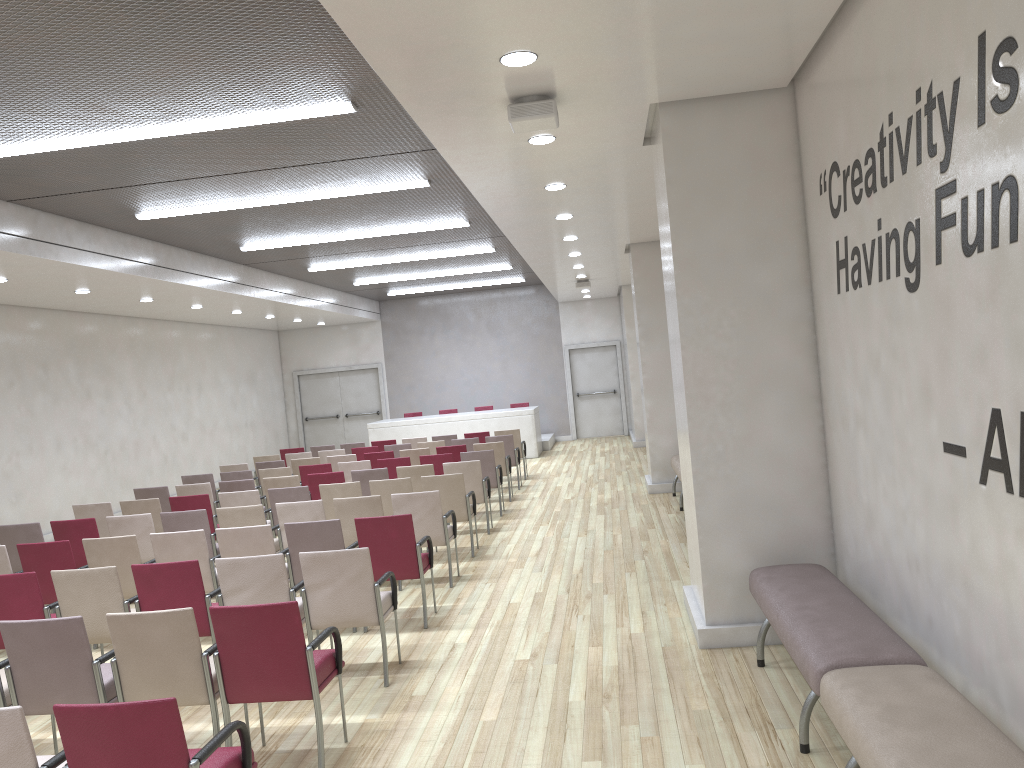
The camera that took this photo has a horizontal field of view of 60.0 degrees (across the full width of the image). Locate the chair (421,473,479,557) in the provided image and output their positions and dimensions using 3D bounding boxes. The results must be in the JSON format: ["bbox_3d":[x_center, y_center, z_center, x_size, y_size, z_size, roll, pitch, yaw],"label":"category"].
[{"bbox_3d":[-0.656,1.374,9.471,0.513,0.890,0.640,-5,1,6],"label":"chair"}]

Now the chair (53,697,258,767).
[{"bbox_3d":[-1.296,1.524,3.339,0.513,0.890,0.640,-5,1,6],"label":"chair"}]

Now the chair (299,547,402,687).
[{"bbox_3d":[-1.037,1.464,5.792,0.513,0.890,0.640,-5,1,6],"label":"chair"}]

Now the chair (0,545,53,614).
[{"bbox_3d":[-4.174,1.734,7.362,0.513,0.890,0.640,-5,1,6],"label":"chair"}]

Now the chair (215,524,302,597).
[{"bbox_3d":[-2.003,1.534,7.131,0.513,0.890,0.640,-5,1,6],"label":"chair"}]

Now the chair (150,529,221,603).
[{"bbox_3d":[-2.537,1.583,7.200,0.513,0.890,0.640,-5,1,7],"label":"chair"}]

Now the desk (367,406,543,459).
[{"bbox_3d":[-1.215,1.200,19.735,3.652,1.042,1.456,-5,1,6],"label":"desk"}]

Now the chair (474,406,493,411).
[{"bbox_3d":[-0.658,0.981,20.783,0.513,0.890,0.640,-5,1,5],"label":"chair"}]

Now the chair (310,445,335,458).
[{"bbox_3d":[-3.271,1.524,15.925,0.513,0.890,0.640,-5,1,6],"label":"chair"}]

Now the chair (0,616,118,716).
[{"bbox_3d":[-2.259,1.594,4.679,0.513,0.890,0.640,-5,1,7],"label":"chair"}]

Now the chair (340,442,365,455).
[{"bbox_3d":[-2.732,1.475,15.879,0.513,0.890,0.640,-5,1,7],"label":"chair"}]

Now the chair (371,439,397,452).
[{"bbox_3d":[-2.182,1.424,15.811,0.513,0.890,0.640,-5,1,5],"label":"chair"}]

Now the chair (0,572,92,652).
[{"bbox_3d":[-3.214,1.664,6.029,0.513,0.890,0.640,-5,1,7],"label":"chair"}]

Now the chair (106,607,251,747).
[{"bbox_3d":[-1.708,1.543,4.633,0.513,0.890,0.640,-5,1,5],"label":"chair"}]

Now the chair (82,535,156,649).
[{"bbox_3d":[-3.092,1.634,7.249,0.513,0.890,0.640,-5,1,6],"label":"chair"}]

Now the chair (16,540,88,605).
[{"bbox_3d":[-3.636,1.684,7.301,0.513,0.890,0.640,-5,1,6],"label":"chair"}]

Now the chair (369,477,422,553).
[{"bbox_3d":[-1.203,1.425,9.514,0.513,0.890,0.640,-5,1,5],"label":"chair"}]

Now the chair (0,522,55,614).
[{"bbox_3d":[-4.589,1.754,8.655,0.513,0.890,0.640,-5,1,7],"label":"chair"}]

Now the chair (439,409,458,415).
[{"bbox_3d":[-1.508,1.059,20.875,0.513,0.890,0.640,-5,1,5],"label":"chair"}]

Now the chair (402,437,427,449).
[{"bbox_3d":[-1.631,1.373,15.755,0.513,0.890,0.640,-5,1,7],"label":"chair"}]

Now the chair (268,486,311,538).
[{"bbox_3d":[-2.286,1.524,9.636,0.513,0.890,0.640,-5,1,7],"label":"chair"}]

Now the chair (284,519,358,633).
[{"bbox_3d":[-1.457,1.484,7.083,0.513,0.890,0.640,-5,1,7],"label":"chair"}]

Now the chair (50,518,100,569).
[{"bbox_3d":[-4.047,1.704,8.597,0.513,0.890,0.640,-5,1,6],"label":"chair"}]

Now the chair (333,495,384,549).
[{"bbox_3d":[-1.329,1.454,8.303,0.513,0.890,0.640,-5,1,6],"label":"chair"}]

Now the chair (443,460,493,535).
[{"bbox_3d":[-0.526,1.344,10.684,0.513,0.890,0.640,-5,1,5],"label":"chair"}]

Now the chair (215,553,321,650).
[{"bbox_3d":[-1.582,1.514,5.855,0.513,0.890,0.640,-5,1,5],"label":"chair"}]

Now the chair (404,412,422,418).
[{"bbox_3d":[-2.357,1.137,20.967,0.513,0.890,0.640,-5,1,5],"label":"chair"}]

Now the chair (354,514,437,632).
[{"bbox_3d":[-0.905,1.434,7.005,0.513,0.890,0.640,-5,1,6],"label":"chair"}]

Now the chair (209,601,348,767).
[{"bbox_3d":[-1.175,1.494,4.570,0.513,0.890,0.640,-5,1,7],"label":"chair"}]

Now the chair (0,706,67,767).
[{"bbox_3d":[-1.852,1.575,3.403,0.513,0.890,0.640,-5,1,7],"label":"chair"}]

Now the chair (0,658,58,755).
[{"bbox_3d":[-2.812,1.645,4.749,0.513,0.890,0.640,-5,1,5],"label":"chair"}]

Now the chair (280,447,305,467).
[{"bbox_3d":[-3.827,1.575,15.984,0.513,0.890,0.640,-5,1,6],"label":"chair"}]

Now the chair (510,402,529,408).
[{"bbox_3d":[0.192,0.903,20.691,0.513,0.890,0.640,-5,1,5],"label":"chair"}]

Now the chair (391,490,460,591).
[{"bbox_3d":[-0.794,1.405,8.241,0.513,0.890,0.640,-5,1,7],"label":"chair"}]

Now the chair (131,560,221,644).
[{"bbox_3d":[-2.133,1.564,5.914,0.513,0.890,0.640,-5,1,6],"label":"chair"}]

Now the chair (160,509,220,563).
[{"bbox_3d":[-2.961,1.604,8.466,0.513,0.890,0.640,-5,1,6],"label":"chair"}]

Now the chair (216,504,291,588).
[{"bbox_3d":[-2.426,1.555,8.412,0.513,0.890,0.640,-5,1,6],"label":"chair"}]

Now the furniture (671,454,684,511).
[{"bbox_3d":[2.347,1.235,11.369,0.530,0.550,1.833,-5,1,6],"label":"furniture"}]

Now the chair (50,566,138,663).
[{"bbox_3d":[-2.670,1.614,5.966,0.513,0.890,0.640,-5,1,6],"label":"chair"}]

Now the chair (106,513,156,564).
[{"bbox_3d":[-3.496,1.653,8.542,0.513,0.890,0.640,-5,1,6],"label":"chair"}]

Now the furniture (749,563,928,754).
[{"bbox_3d":[1.638,1.399,4.668,0.530,0.550,1.833,-5,1,6],"label":"furniture"}]

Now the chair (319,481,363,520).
[{"bbox_3d":[-1.740,1.474,9.588,0.513,0.890,0.640,-5,1,6],"label":"chair"}]

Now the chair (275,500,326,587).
[{"bbox_3d":[-1.863,1.503,8.360,0.513,0.890,0.640,-5,1,7],"label":"chair"}]

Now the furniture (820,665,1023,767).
[{"bbox_3d":[1.442,1.444,2.820,0.530,0.550,1.833,-5,1,6],"label":"furniture"}]

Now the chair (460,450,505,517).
[{"bbox_3d":[-0.393,1.314,11.908,0.513,0.890,0.640,-5,1,6],"label":"chair"}]
